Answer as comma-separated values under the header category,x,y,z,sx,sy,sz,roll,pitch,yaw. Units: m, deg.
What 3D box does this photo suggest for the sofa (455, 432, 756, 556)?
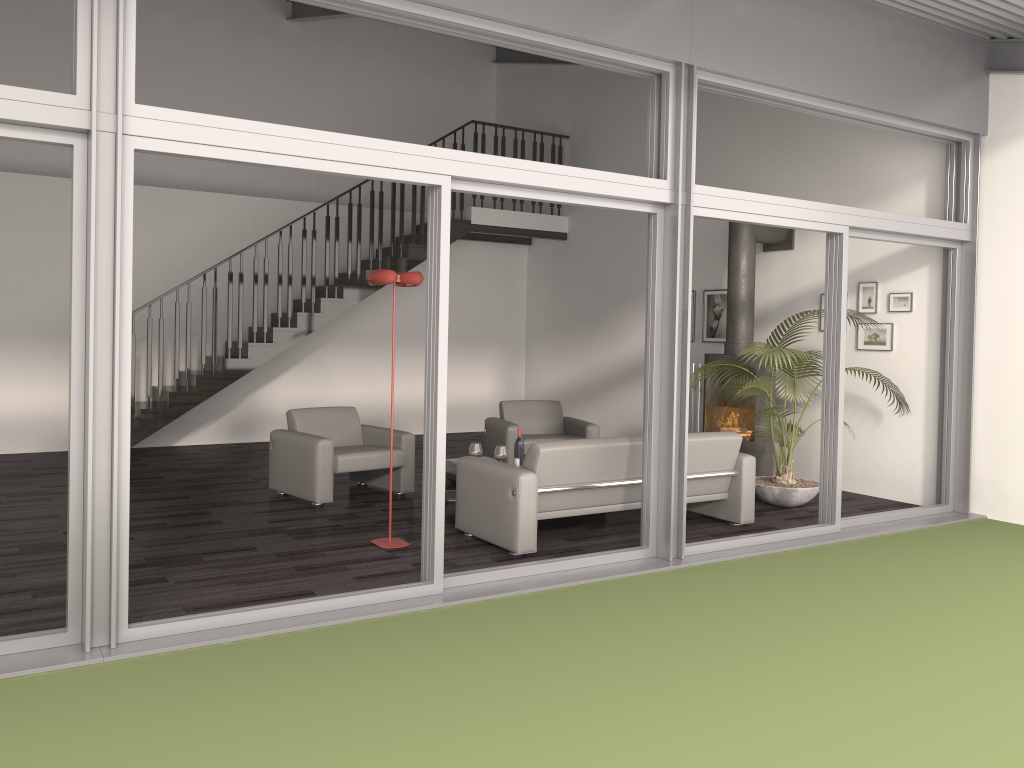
category,x,y,z,sx,sy,sz,roll,pitch,yaw
sofa,0.695,0.691,6.410,2.115,0.717,0.903,-1,3,-32

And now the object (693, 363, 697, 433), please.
category,x,y,z,sx,sy,sz,roll,pitch,yaw
object,1.923,0.267,9.454,0.116,0.982,0.042,2,1,33

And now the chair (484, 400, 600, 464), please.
category,x,y,z,sx,sy,sz,roll,pitch,yaw
chair,0.292,0.546,8.796,0.963,0.717,0.911,0,3,-17

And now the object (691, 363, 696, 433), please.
category,x,y,z,sx,sy,sz,roll,pitch,yaw
object,1.882,0.295,9.297,0.078,1.019,0.167,2,1,20

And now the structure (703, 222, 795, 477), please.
category,x,y,z,sx,sy,sz,roll,pitch,yaw
structure,2.524,-0.389,8.855,1.116,2.672,0.819,0,2,-32

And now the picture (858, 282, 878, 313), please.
category,x,y,z,sx,sy,sz,roll,pitch,yaw
picture,3.226,-0.781,8.033,0.015,0.280,0.191,1,2,-32

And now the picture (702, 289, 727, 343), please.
category,x,y,z,sx,sy,sz,roll,pitch,yaw
picture,2.224,-0.738,9.640,0.026,0.577,0.394,1,2,-32

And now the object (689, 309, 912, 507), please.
category,x,y,z,sx,sy,sz,roll,pitch,yaw
object,2.196,0.184,7.556,2.119,1.665,1.720,-1,3,-37

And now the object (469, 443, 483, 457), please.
category,x,y,z,sx,sy,sz,roll,pitch,yaw
object,-0.294,0.557,7.186,0.116,0.155,0.116,0,2,-23

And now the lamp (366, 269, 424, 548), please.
category,x,y,z,sx,sy,sz,roll,pitch,yaw
lamp,-0.785,0.154,5.809,0.353,1.787,0.365,0,1,-32

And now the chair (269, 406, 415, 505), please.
category,x,y,z,sx,sy,sz,roll,pitch,yaw
chair,-1.427,0.582,7.545,0.963,0.717,0.911,-1,3,-42

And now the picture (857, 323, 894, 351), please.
category,x,y,z,sx,sy,sz,roll,pitch,yaw
picture,3.264,-0.424,7.968,0.015,0.244,0.360,1,3,-32

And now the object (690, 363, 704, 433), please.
category,x,y,z,sx,sy,sz,roll,pitch,yaw
object,1.979,0.344,9.381,0.400,1.125,0.401,2,1,18

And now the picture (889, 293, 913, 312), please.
category,x,y,z,sx,sy,sz,roll,pitch,yaw
picture,3.401,-0.714,7.752,0.015,0.166,0.221,1,2,-32

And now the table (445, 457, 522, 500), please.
category,x,y,z,sx,sy,sz,roll,pitch,yaw
table,-0.219,0.810,7.147,0.400,0.341,0.681,0,3,-32

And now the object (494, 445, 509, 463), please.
category,x,y,z,sx,sy,sz,roll,pitch,yaw
object,-0.086,0.570,7.045,0.116,0.155,0.116,0,2,-41

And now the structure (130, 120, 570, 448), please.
category,x,y,z,sx,sy,sz,roll,pitch,yaw
structure,-1.877,-1.316,11.023,6.342,4.091,1.001,0,2,-32

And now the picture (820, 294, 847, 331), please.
category,x,y,z,sx,sy,sz,roll,pitch,yaw
picture,3.028,-0.673,8.349,0.015,0.352,0.288,1,2,-32

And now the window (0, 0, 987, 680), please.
category,x,y,z,sx,sy,sz,roll,pitch,yaw
window,-0.375,-0.609,4.669,9.744,3.469,0.385,-1,2,-32

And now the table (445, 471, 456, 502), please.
category,x,y,z,sx,sy,sz,roll,pitch,yaw
table,0.119,0.859,7.359,1.200,0.250,0.601,-1,4,-32

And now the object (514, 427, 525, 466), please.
category,x,y,z,sx,sy,sz,roll,pitch,yaw
object,0.059,0.547,7.365,0.093,0.370,0.093,0,1,-33

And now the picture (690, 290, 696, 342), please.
category,x,y,z,sx,sy,sz,roll,pitch,yaw
picture,1.942,-0.770,10.095,0.026,0.577,0.394,1,2,-32
